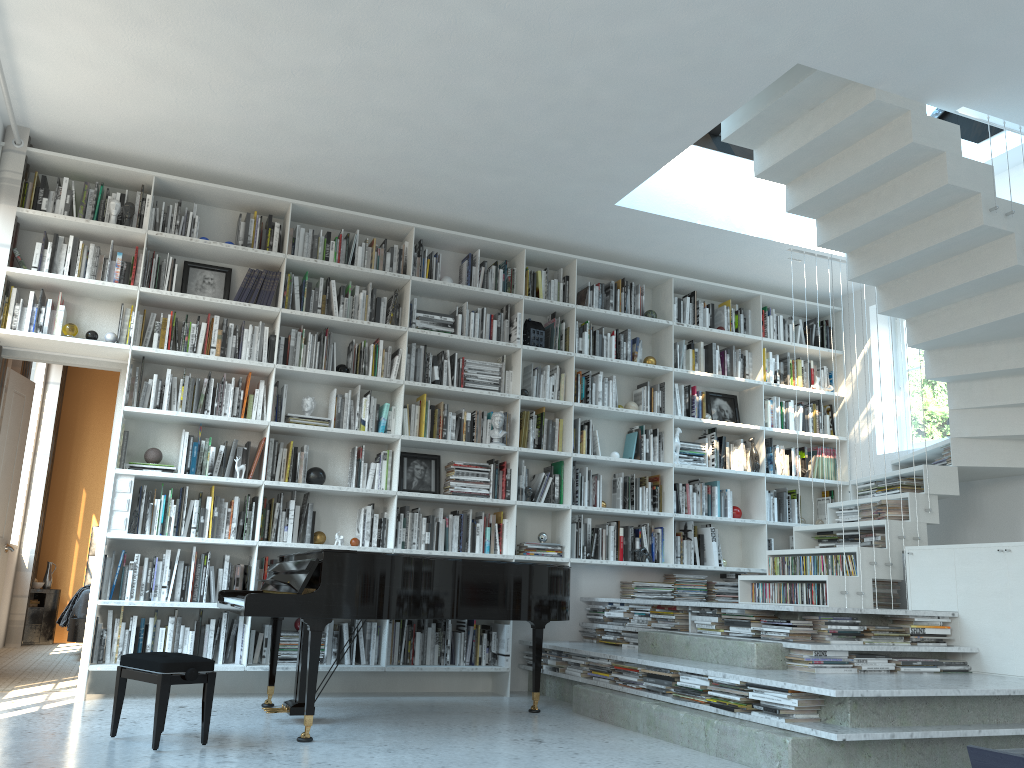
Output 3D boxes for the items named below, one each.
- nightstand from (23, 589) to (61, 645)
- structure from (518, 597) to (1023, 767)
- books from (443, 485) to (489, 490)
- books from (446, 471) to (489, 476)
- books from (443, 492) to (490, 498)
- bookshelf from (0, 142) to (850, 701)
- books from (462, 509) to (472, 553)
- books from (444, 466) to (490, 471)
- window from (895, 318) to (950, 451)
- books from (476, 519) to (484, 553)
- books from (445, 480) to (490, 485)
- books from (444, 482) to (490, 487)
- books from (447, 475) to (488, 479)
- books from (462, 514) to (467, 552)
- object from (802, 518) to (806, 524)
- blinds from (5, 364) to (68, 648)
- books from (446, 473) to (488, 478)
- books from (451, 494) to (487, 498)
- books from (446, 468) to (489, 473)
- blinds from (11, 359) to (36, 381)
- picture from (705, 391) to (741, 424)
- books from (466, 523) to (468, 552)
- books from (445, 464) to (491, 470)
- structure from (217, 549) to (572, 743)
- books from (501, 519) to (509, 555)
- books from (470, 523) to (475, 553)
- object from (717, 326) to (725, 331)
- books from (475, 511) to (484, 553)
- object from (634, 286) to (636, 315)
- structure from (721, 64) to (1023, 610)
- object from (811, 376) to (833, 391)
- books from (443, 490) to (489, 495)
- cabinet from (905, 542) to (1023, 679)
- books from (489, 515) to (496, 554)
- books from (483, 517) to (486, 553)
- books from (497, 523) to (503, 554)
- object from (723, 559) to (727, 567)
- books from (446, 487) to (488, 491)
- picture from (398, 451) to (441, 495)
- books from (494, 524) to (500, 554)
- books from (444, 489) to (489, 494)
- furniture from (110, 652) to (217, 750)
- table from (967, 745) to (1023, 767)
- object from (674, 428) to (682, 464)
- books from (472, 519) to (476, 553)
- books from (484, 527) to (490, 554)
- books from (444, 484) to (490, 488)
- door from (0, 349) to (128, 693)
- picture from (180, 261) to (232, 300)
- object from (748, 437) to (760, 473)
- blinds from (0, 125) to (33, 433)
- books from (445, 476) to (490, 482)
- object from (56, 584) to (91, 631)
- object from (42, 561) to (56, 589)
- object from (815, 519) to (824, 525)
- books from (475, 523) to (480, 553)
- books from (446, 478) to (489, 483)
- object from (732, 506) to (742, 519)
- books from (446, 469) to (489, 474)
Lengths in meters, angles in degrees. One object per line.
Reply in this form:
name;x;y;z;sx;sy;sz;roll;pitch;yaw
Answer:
nightstand;-4.771;2.247;8.601;0.650;0.517;0.431;7;-14;-19
structure;1.862;1.670;5.306;2.901;0.657;3.119;8;-14;-22
books;-0.318;0.727;6.148;0.285;0.012;0.160;8;-14;-22
books;-0.311;0.631;6.161;0.254;0.012;0.161;9;-15;-26
books;-0.316;0.771;6.127;0.285;0.012;0.160;9;-15;-27
bookshelf;-0.213;0.530;6.159;6.300;3.134;0.331;8;-14;-22
books;-0.314;1.013;6.074;0.012;0.296;0.178;7;-14;-22
books;-0.311;0.597;6.172;0.285;0.012;0.160;7;-14;-20
window;3.359;-0.114;6.720;0.042;1.223;1.120;7;-14;-22
books;-0.241;1.052;6.094;0.023;0.234;0.175;7;-14;-22
books;-0.312;0.690;6.145;0.285;0.012;0.160;6;-14;-17
books;-0.316;0.703;6.149;0.285;0.012;0.160;7;-14;-20
books;-0.313;0.656;6.157;0.254;0.012;0.161;7;-14;-19
books;-0.351;1.023;6.052;0.028;0.264;0.161;7;-14;-22
object;2.338;1.115;7.176;0.071;0.072;0.072;-4;-14;26
blinds;-4.653;0.911;8.789;0.140;3.222;0.778;7;-14;-22
books;-0.312;0.644;6.160;0.254;0.012;0.161;8;-15;-25
books;-0.319;0.784;6.130;0.254;0.012;0.161;7;-14;-20
books;-0.310;0.607;6.166;0.254;0.012;0.161;9;-15;-26
blinds;-3.569;0.359;6.268;0.140;3.222;0.778;7;-14;-22
picture;1.708;0.218;7.178;0.300;0.299;0.077;7;-14;-22
books;-0.335;1.059;6.067;0.021;0.202;0.128;7;-14;-22
books;-0.308;0.583;6.169;0.285;0.012;0.160;9;-15;-27
structure;-0.515;1.338;4.689;1.919;0.830;1.337;8;-14;-22
books;-0.072;1.067;6.155;0.033;0.245;0.176;7;-14;-22
books;-0.298;1.058;6.069;0.024;0.206;0.183;7;-14;-22
object;1.678;-0.428;7.134;0.071;0.072;0.072;-4;-14;26
books;-0.227;1.028;6.118;0.014;0.293;0.137;7;-14;-22
object;0.936;-0.613;6.962;0.006;0.297;0.129;7;-14;-22
structure;2.199;-0.036;5.381;2.615;3.373;1.958;7;-14;-22
object;2.571;0.009;7.387;0.203;0.136;0.095;4;-13;-6
books;-0.319;0.761;6.138;0.285;0.012;0.160;8;-14;-23
cabinet;2.692;1.202;4.726;0.551;0.666;0.995;7;-14;-22
books;-0.164;1.046;6.136;0.026;0.271;0.175;7;-14;-22
books;-0.218;1.050;6.126;0.014;0.255;0.145;7;-14;-22
books;-0.105;1.079;6.144;0.011;0.216;0.166;7;-14;-22
object;1.619;1.381;6.832;0.071;0.072;0.072;-4;-14;26
books;-0.315;0.736;6.135;0.254;0.012;0.161;9;-15;-27
picture;-0.636;0.622;6.083;0.300;0.299;0.077;7;-14;-22
books;-0.129;1.077;6.133;0.042;0.212;0.169;7;-14;-22
books;-0.315;0.747;6.132;0.285;0.012;0.160;6;-14;-17
furniture;-1.464;1.311;3.720;0.467;0.352;0.240;-10;-17;41
table;2.367;1.285;2.656;1.270;0.217;1.260;8;-14;-22
object;1.236;0.470;6.680;0.087;0.287;0.075;-1;-13;12
books;-0.284;1.049;6.089;0.014;0.234;0.154;7;-14;-22
books;-0.193;1.083;6.103;0.023;0.182;0.169;7;-14;-22
books;-0.317;0.715;6.148;0.285;0.012;0.160;7;-14;-21
door;-2.986;0.863;5.577;0.834;1.975;0.788;7;-14;-22
picture;-1.988;-0.640;5.761;0.300;0.299;0.077;7;-14;-22
object;1.903;0.564;6.969;0.087;0.287;0.075;-1;-13;12
blinds;-3.111;0.126;5.205;0.140;3.222;0.778;7;-14;-22
books;-0.311;0.666;6.150;0.285;0.012;0.160;6;-14;-17
object;-3.353;2.000;8.239;1.482;0.539;1.453;8;-14;-22
object;-4.587;1.893;8.778;0.091;0.267;0.091;-3;-14;23
object;2.532;1.151;7.297;0.071;0.072;0.072;-4;-14;26
books;-0.263;1.064;6.082;0.023;0.204;0.167;7;-14;-22
books;-0.312;0.678;6.148;0.254;0.012;0.161;9;-15;-27
object;1.739;1.013;6.935;0.115;0.116;0.115;-11;-18;44
books;-0.312;0.620;6.165;0.254;0.012;0.161;8;-15;-25
